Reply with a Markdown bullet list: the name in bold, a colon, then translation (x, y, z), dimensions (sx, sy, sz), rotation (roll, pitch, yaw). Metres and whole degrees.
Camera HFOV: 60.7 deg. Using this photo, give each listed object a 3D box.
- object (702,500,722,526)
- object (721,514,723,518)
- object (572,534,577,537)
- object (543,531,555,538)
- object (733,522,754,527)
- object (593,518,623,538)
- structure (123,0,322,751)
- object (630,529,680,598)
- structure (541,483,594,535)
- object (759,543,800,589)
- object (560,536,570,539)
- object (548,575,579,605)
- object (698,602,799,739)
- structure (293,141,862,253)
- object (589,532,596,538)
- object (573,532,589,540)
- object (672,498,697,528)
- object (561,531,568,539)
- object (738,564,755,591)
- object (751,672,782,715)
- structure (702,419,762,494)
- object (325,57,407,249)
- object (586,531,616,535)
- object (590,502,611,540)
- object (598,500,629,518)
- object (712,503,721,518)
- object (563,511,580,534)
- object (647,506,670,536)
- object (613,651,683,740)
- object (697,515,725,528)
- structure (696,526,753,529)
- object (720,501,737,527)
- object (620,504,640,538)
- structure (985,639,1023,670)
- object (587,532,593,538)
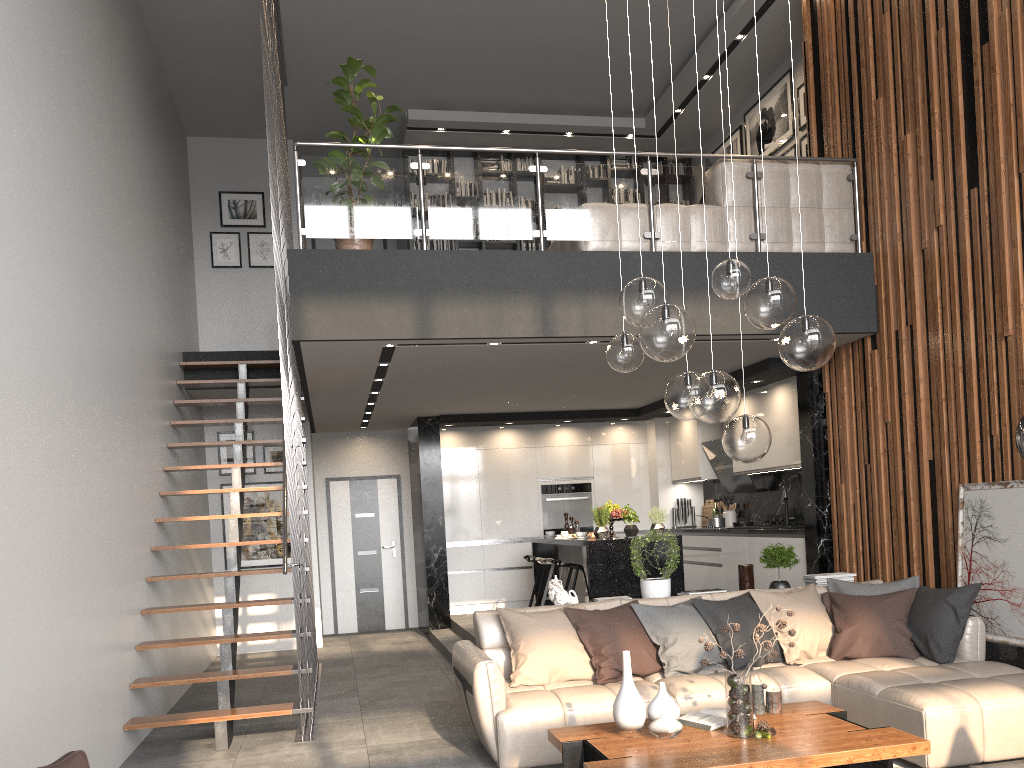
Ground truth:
- **object**: translation (2.451, 1.592, 10.797), dimensions (0.097, 0.329, 0.404), rotation (-3, -5, -12)
- **object**: translation (2.470, 1.616, 10.417), dimensions (0.180, 0.162, 0.275), rotation (-2, -6, -12)
- **object**: translation (0.663, 1.539, 8.866), dimensions (0.074, 0.042, 0.129), rotation (-1, -8, -19)
- **object**: translation (0.415, 1.650, 9.575), dimensions (0.155, 0.070, 0.157), rotation (3, -10, -43)
- **object**: translation (2.500, 1.538, 9.613), dimensions (0.351, 0.060, 0.235), rotation (2, -10, -33)
- **object**: translation (0.953, 1.382, 8.402), dimensions (0.370, 0.187, 0.367), rotation (-9, -9, 41)
- **structure**: translation (-2.398, -0.288, 7.389), dimensions (1.177, 6.033, 3.618), rotation (-3, -2, -12)
- **object**: translation (1.013, 1.310, 6.220), dimensions (0.384, 0.574, 0.217), rotation (-2, -1, -31)
- **structure**: translation (0.643, 1.620, 11.312), dimensions (0.654, 0.630, 0.657), rotation (-2, -4, -12)
- **object**: translation (1.956, 1.367, 6.421), dimensions (0.311, 0.407, 0.271), rotation (-5, -3, 38)
- **object**: translation (0.543, 1.559, 8.902), dimensions (0.131, 0.027, 0.027), rotation (-10, -7, 37)
- **object**: translation (0.358, 1.469, 6.077), dimensions (0.207, 0.289, 0.136), rotation (-4, -1, 7)
- **object**: translation (1.142, 1.304, 4.042), dimensions (0.541, 0.601, 0.319), rotation (0, -3, -41)
- **structure**: translation (0.271, -1.034, 7.889), dimensions (4.215, 0.736, 3.414), rotation (-1, -8, -12)
- **object**: translation (0.799, 1.483, 8.601), dimensions (0.074, 0.059, 0.061), rotation (-4, -4, 9)
- **object**: translation (0.661, 1.454, 8.379), dimensions (0.155, 0.070, 0.157), rotation (3, -10, -43)
- **object**: translation (2.154, 1.617, 10.976), dimensions (0.321, 0.372, 0.067), rotation (-3, 0, -12)
- **object**: translation (0.540, 1.545, 8.950), dimensions (0.077, 0.070, 0.084), rotation (-7, -6, 37)
- **object**: translation (1.705, 1.444, 6.364), dimensions (0.109, 0.267, 0.109), rotation (-3, -1, -6)
- **object**: translation (1.269, 1.541, 4.375), dimensions (0.153, 0.210, 0.077), rotation (-3, 0, -1)
- **structure**: translation (2.463, 0.708, 9.773), dimensions (0.413, 1.027, 0.743), rotation (-3, -3, -12)
- **object**: translation (-1.085, -1.570, 6.219), dimensions (0.775, 1.466, 0.528), rotation (-3, 0, 9)
- **object**: translation (0.963, 1.680, 9.851), dimensions (0.290, 0.030, 0.405), rotation (-1, -9, -12)
- **object**: translation (0.827, 1.241, 8.018), dimensions (0.197, 0.368, 0.186), rotation (-4, -2, 33)
- **object**: translation (0.949, 1.218, 8.410), dimensions (0.346, 0.214, 0.322), rotation (-2, -6, -14)
- **object**: translation (2.459, 1.569, 10.497), dimensions (0.089, 0.282, 0.082), rotation (-3, 0, -11)
- **object**: translation (0.687, 1.563, 9.807), dimensions (0.150, 0.283, 0.201), rotation (-2, -3, -29)
- **object**: translation (1.357, 1.271, 8.132), dimensions (0.221, 0.283, 0.212), rotation (-3, -3, 1)
- **object**: translation (0.624, 1.439, 4.087), dimensions (0.316, 0.397, 0.321), rotation (-4, -3, 7)
- **object**: translation (2.283, 1.563, 9.967), dimensions (0.199, 0.153, 0.352), rotation (-1, -7, -21)
- **structure**: translation (2.415, 1.601, 9.762), dimensions (0.509, 0.060, 0.607), rotation (-1, -9, -12)
- **object**: translation (2.531, 1.506, 10.175), dimensions (0.175, 0.304, 0.158), rotation (-3, -1, -9)
- **object**: translation (1.088, 1.260, 8.050), dimensions (0.179, 0.312, 0.173), rotation (-3, -2, -1)
- **structure**: translation (3.578, 1.623, 4.265), dimensions (0.666, 0.455, 6.605), rotation (-2, -9, -12)
- **object**: translation (0.802, 1.491, 8.656), dimensions (0.131, 0.059, 0.070), rotation (-2, -5, -12)
